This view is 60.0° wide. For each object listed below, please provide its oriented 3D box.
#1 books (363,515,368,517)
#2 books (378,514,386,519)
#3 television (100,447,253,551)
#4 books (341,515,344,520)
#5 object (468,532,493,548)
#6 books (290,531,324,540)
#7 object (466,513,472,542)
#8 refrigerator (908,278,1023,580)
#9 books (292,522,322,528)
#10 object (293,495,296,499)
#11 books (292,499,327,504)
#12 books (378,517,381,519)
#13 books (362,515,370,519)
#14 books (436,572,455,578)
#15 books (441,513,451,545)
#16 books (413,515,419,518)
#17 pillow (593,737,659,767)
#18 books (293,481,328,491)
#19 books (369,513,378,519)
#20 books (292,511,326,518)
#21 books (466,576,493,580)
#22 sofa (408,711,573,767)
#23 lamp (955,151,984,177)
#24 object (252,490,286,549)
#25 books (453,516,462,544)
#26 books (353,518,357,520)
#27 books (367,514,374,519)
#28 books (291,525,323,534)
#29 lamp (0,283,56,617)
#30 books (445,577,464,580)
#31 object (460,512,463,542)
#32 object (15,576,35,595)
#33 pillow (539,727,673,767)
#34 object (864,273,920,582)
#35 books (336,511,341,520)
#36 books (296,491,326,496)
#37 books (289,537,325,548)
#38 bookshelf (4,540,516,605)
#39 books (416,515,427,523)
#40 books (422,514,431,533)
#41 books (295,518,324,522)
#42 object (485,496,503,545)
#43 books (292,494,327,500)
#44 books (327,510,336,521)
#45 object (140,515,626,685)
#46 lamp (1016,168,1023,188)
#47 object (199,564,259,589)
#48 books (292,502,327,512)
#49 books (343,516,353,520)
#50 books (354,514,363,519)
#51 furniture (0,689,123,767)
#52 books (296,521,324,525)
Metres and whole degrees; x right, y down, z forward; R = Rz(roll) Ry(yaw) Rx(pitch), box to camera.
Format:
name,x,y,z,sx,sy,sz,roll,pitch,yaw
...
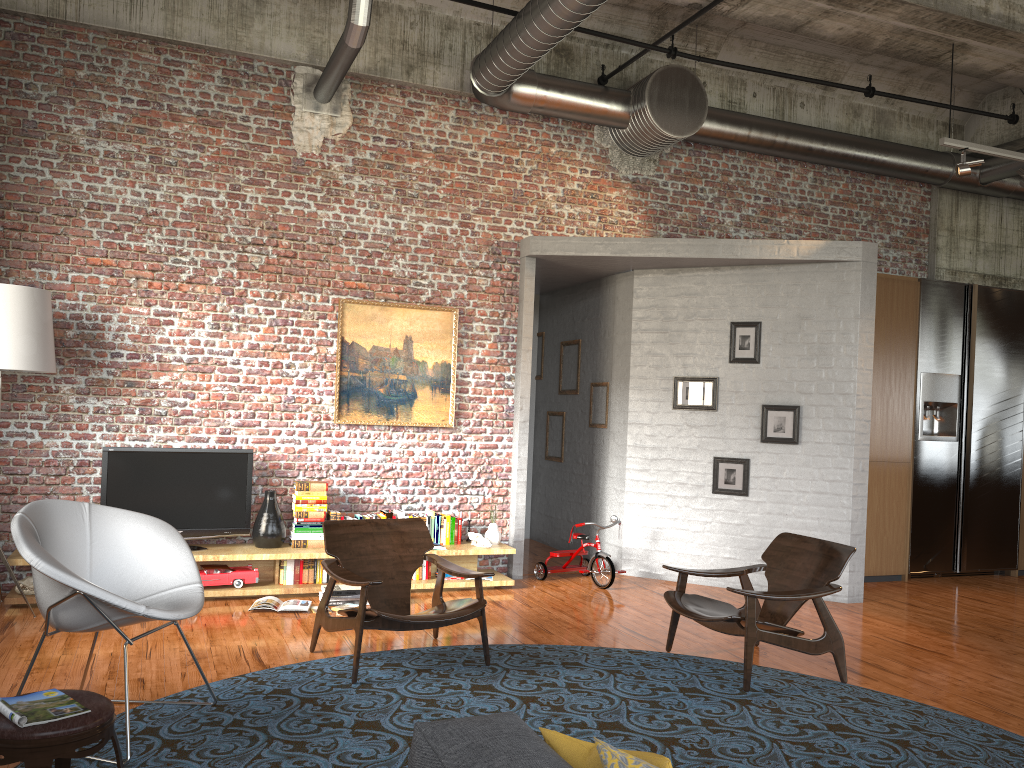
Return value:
name,x,y,z,sx,sy,sz,roll,pitch,yaw
books,-1.234,1.232,7.461,0.031,0.240,0.165,2,0,-22
books,-1.108,1.238,7.512,0.034,0.253,0.183,2,0,-22
television,-2.597,0.891,6.879,1.090,0.793,0.285,3,-1,-35
books,-1.434,1.222,7.386,0.026,0.251,0.160,2,0,-22
object,-0.275,1.352,7.666,0.251,0.123,0.123,2,-1,23
books,-1.676,1.245,7.305,0.291,0.053,0.176,3,-2,-22
object,-0.382,1.276,7.944,0.057,0.273,0.057,2,0,28
refrigerator,4.506,0.511,9.627,1.518,3.050,1.211,2,0,-22
books,-1.675,1.161,7.298,0.251,0.026,0.160,3,-2,-22
object,-1.666,0.928,7.293,0.249,0.031,0.178,3,-2,-22
books,-1.669,0.963,7.298,0.253,0.034,0.183,3,-2,-22
books,-1.147,1.248,7.515,0.037,0.231,0.168,2,0,-22
books,-1.234,1.235,7.462,0.032,0.246,0.171,2,0,-22
books,-0.534,1.626,7.591,0.215,0.025,0.149,4,-2,-37
books,-0.588,1.271,7.770,0.034,0.253,0.183,2,0,-22
books,-0.860,1.260,7.652,0.057,0.246,0.171,2,0,-22
pillow,0.353,0.894,1.622,0.260,0.446,0.537,2,-1,-15
books,-1.665,0.842,7.312,0.260,0.066,0.198,3,-2,-22
books,-1.176,1.232,7.491,0.034,0.259,0.180,2,0,-22
books,-1.672,1.068,7.300,0.246,0.057,0.171,3,-2,-22
books,-0.282,1.667,7.658,0.230,0.023,0.169,2,-2,-1
sofa,1.300,1.230,1.936,3.005,0.861,1.362,3,-1,-20
lamp,3.707,-1.793,7.235,0.260,0.211,0.102,2,0,8
object,-1.968,1.095,7.197,0.268,0.455,0.268,2,0,9
books,-0.490,1.288,7.810,0.037,0.231,0.168,2,0,-22
books,-1.315,1.241,7.419,0.024,0.223,0.159,2,0,-22
books,-1.205,1.234,7.477,0.032,0.251,0.160,2,0,-22
books,-1.684,1.196,7.303,0.240,0.045,0.174,3,-2,-22
lamp,-3.548,0.459,6.113,0.707,2.243,0.694,2,0,1
books,-0.535,1.651,7.591,0.214,0.026,0.149,3,-2,-22
object,-0.460,1.273,7.928,0.057,0.273,0.057,2,0,28
object,-3.419,1.447,6.396,0.274,0.133,0.183,3,-1,-13
pillow,0.258,0.918,1.938,0.434,0.319,0.168,1,-1,43
object,3.424,0.443,9.067,0.911,3.045,0.859,2,0,-22
books,-1.467,1.204,7.382,0.040,0.284,0.198,2,0,-22
books,-1.661,0.893,7.307,0.231,0.037,0.168,3,-2,-22
books,-1.684,1.304,7.313,0.284,0.066,0.198,3,-2,-22
bookshelf,-1.858,1.504,7.157,3.846,0.359,0.548,3,-1,-22
books,-0.791,1.267,7.686,0.045,0.240,0.174,2,0,-22
books,-0.750,1.262,7.691,0.034,0.253,0.183,2,0,-22
books,-1.671,1.109,7.295,0.223,0.026,0.161,3,-2,-22
object,-0.161,1.195,7.825,0.197,0.445,0.233,3,0,-34
books,-1.666,0.928,7.294,0.253,0.034,0.183,3,-2,-22
books,-1.500,1.198,7.350,0.044,0.291,0.176,2,0,-22
object,6.909,1.706,6.325,20.841,0.657,8.768,3,-2,-22
lamp,4.407,-1.752,7.572,0.102,0.228,0.199,2,-1,-12
object,-2.283,1.485,6.856,0.600,0.174,0.244,3,-1,-30
books,-1.669,1.010,7.301,0.259,0.060,0.180,3,-2,-22
books,-1.374,1.230,7.399,0.045,0.240,0.174,2,0,-22
books,-1.292,1.228,7.443,0.034,0.253,0.183,2,0,-22
furniture,-1.590,1.325,3.018,0.431,0.477,0.432,2,-1,23
books,-1.674,1.135,7.299,0.223,0.027,0.161,3,-2,-22
